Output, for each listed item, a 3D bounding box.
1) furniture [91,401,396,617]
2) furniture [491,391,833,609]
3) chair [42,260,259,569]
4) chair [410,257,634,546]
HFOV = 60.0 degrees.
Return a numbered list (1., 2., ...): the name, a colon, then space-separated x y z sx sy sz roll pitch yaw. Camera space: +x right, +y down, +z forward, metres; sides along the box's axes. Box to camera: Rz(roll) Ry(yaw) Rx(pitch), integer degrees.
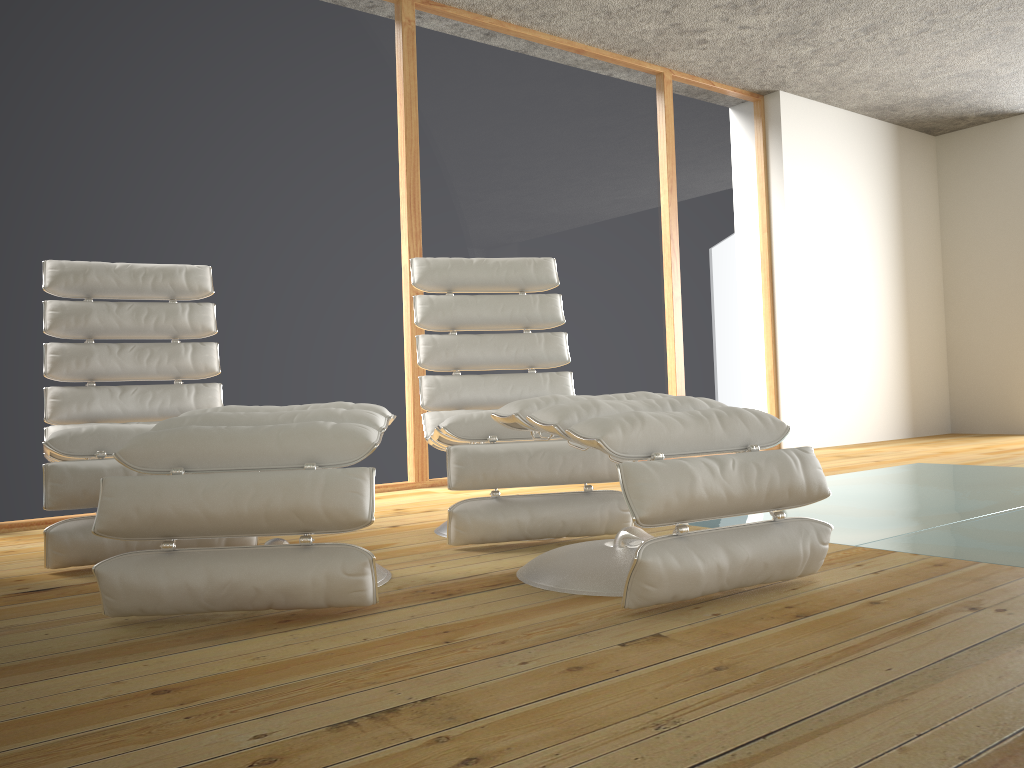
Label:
1. furniture: -0.578 0.268 2.122 0.569 0.440 0.685 -2 -1 -2
2. furniture: 0.313 0.238 2.128 0.569 0.440 0.685 -1 -1 -31
3. chair: -1.191 0.031 2.860 0.569 0.970 0.913 -1 -2 -27
4. chair: -0.004 -0.007 2.984 0.569 0.970 0.913 -2 -2 -12
